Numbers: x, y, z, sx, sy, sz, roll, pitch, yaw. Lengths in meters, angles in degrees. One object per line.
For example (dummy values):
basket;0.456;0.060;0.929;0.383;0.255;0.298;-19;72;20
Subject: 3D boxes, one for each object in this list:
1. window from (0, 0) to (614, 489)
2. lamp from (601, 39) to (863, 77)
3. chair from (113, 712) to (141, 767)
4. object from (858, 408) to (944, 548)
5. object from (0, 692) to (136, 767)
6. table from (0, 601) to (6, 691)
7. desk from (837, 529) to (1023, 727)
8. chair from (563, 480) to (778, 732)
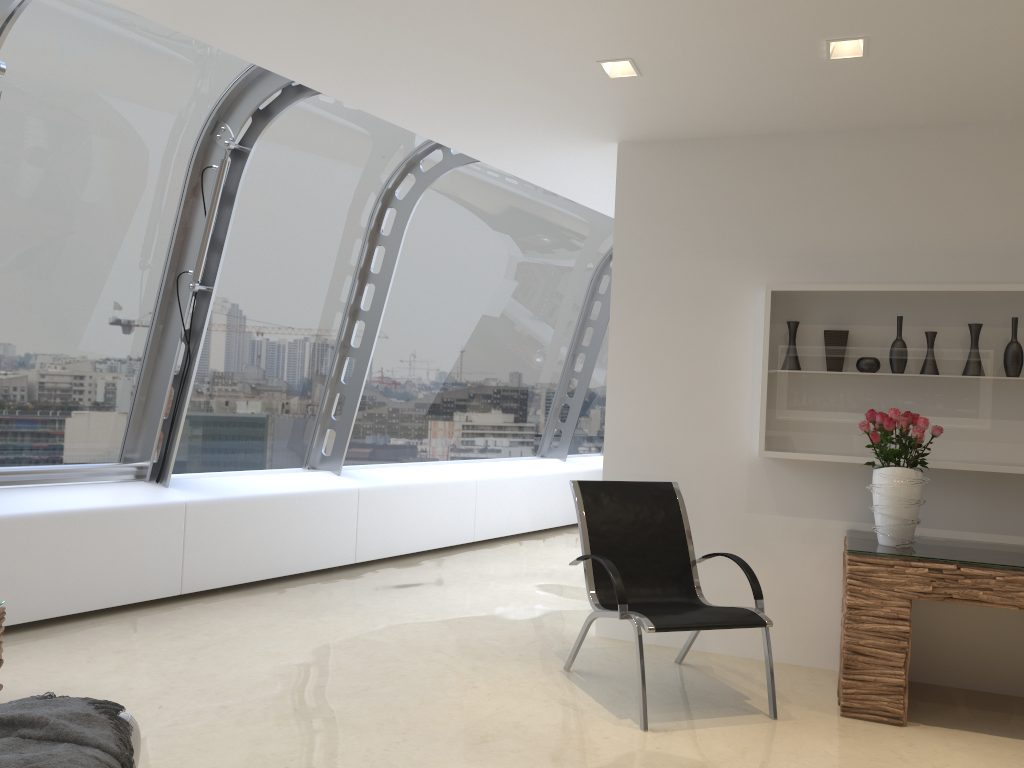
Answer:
window;5.491;0.255;4.152;16.693;3.674;16.171;2;-1;27
lamp;4.667;-1.284;2.455;9.775;0.004;9.928;2;-1;21
chair;-1.984;0.951;1.833;2.068;0.690;1.176;3;-1;-9
object;1.837;0.443;4.237;0.327;0.654;0.350;2;-1;41
object;-1.378;0.955;2.095;1.024;0.359;0.825;3;-1;-11
table;-2.406;1.090;3.092;0.923;0.436;1.007;3;-1;-14
desk;2.282;1.166;4.100;1.436;0.762;0.793;2;-1;21
chair;0.726;0.999;4.256;0.752;0.972;0.943;3;-1;-19
